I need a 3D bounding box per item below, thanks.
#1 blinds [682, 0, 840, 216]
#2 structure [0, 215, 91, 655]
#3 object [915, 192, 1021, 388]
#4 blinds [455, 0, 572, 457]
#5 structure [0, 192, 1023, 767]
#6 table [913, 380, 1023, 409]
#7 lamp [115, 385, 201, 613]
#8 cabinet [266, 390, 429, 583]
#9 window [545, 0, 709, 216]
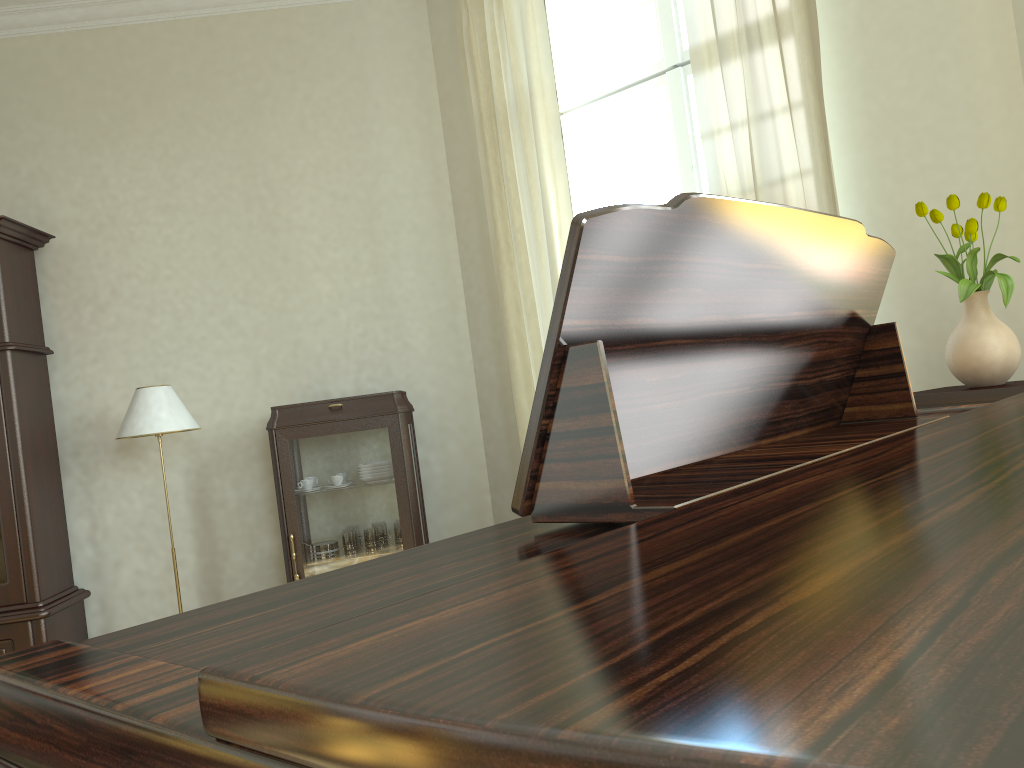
[{"bbox_3d":[1.038,-0.523,3.352,0.159,3.381,0.552,-6,-1,-45],"label":"blinds"},{"bbox_3d":[-2.542,0.450,4.275,0.715,2.458,0.521,-7,-1,-3],"label":"structure"},{"bbox_3d":[1.445,-0.295,2.775,0.264,0.609,0.242,-8,-1,22],"label":"object"},{"bbox_3d":[0.094,-0.386,4.150,0.162,3.385,0.554,-7,-1,-43],"label":"blinds"},{"bbox_3d":[0.737,0.466,0.613,1.856,1.439,1.514,-8,-1,42],"label":"structure"},{"bbox_3d":[1.560,0.558,2.758,0.344,1.114,0.522,-7,-1,-28],"label":"table"},{"bbox_3d":[-1.600,0.782,4.189,0.380,1.552,0.381,-8,-1,2],"label":"lamp"},{"bbox_3d":[-0.755,0.761,4.352,0.733,1.386,0.542,-7,-1,-3],"label":"cabinet"},{"bbox_3d":[0.821,-0.898,4.102,1.400,2.550,0.181,-8,-1,42],"label":"window"}]
